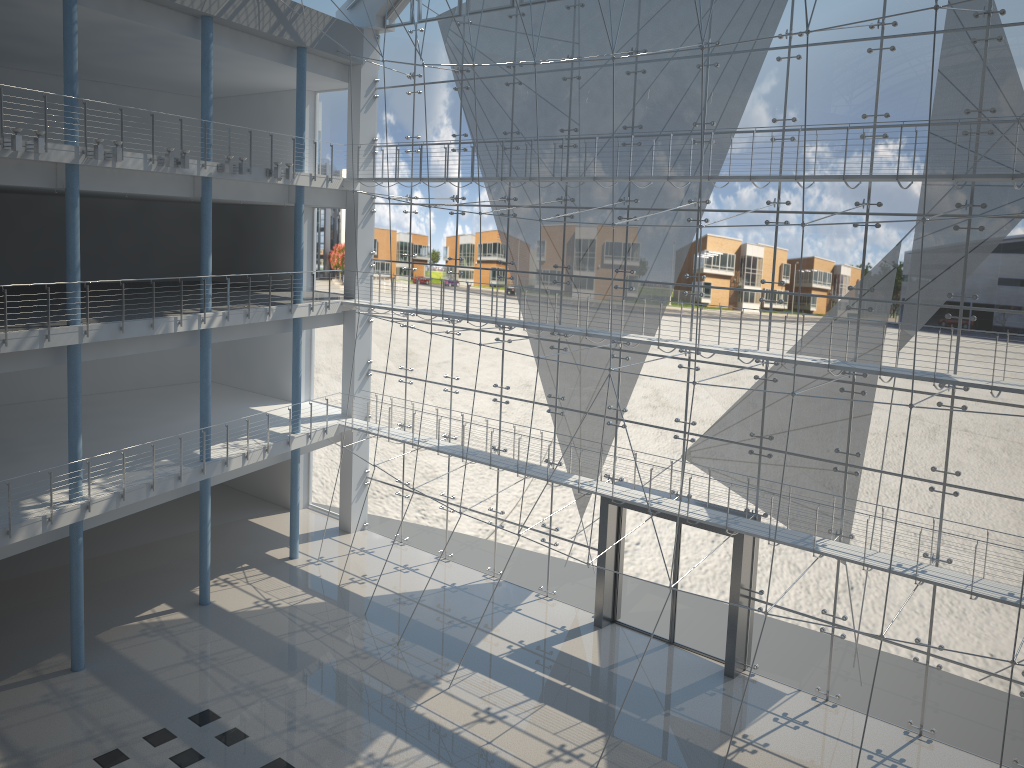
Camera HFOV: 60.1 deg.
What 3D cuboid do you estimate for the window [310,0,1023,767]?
[{"bbox_3d":[0.558,-0.494,2.893,3.868,2.751,0.010,10,9,39],"label":"window"}]
